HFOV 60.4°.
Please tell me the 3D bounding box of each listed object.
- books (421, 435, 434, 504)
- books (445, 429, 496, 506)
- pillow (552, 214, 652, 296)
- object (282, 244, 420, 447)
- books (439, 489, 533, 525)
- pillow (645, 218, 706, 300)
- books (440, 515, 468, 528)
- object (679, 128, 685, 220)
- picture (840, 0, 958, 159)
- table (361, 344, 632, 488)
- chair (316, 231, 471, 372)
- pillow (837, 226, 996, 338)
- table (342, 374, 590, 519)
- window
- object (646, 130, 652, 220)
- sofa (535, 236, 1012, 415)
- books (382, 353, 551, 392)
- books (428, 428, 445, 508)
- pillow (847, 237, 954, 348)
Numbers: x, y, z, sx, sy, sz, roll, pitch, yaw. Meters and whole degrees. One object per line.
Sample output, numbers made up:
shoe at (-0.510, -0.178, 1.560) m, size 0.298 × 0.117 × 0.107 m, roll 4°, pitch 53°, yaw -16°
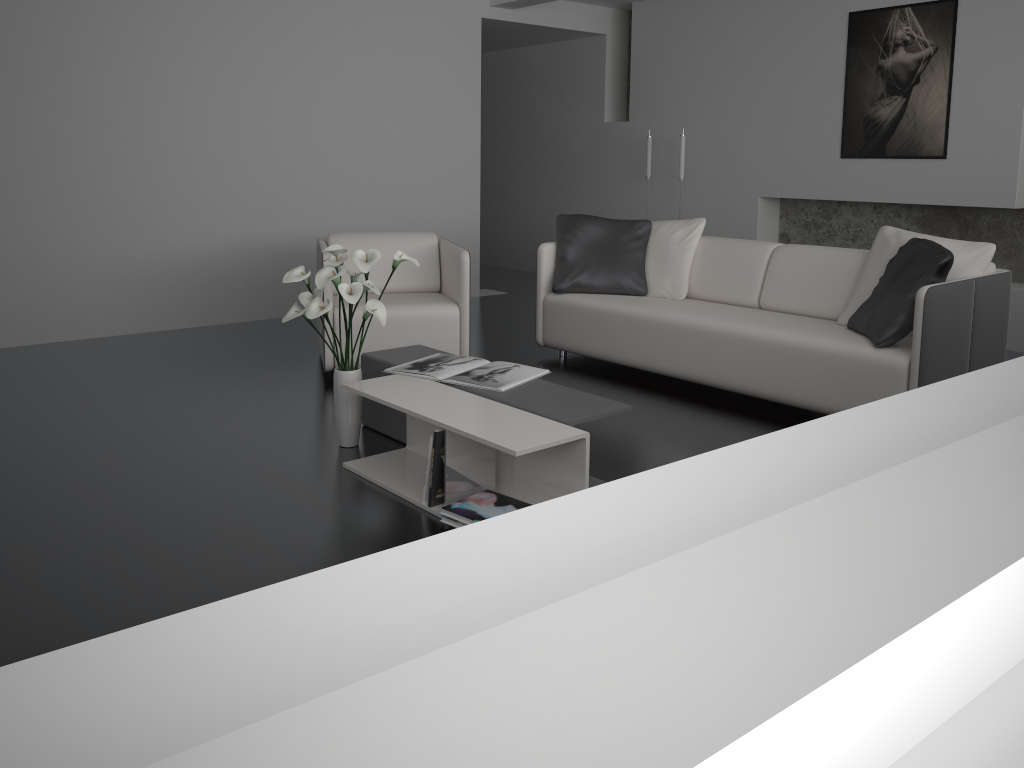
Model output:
books at (-0.190, 0.261, 2.908) m, size 0.229 × 0.234 × 0.070 m, roll -9°, pitch 12°, yaw -40°
books at (-0.135, 0.248, 2.874) m, size 0.207 × 0.279 × 0.007 m, roll -8°, pitch 12°, yaw -41°
pillow at (0.522, -0.747, 5.077) m, size 0.565 × 0.442 × 0.283 m, roll 2°, pitch 10°, yaw 5°
object at (-0.625, -0.121, 3.344) m, size 0.380 × 0.783 × 0.452 m, roll 7°, pitch 11°, yaw 34°
books at (-0.054, 0.398, 2.746) m, size 0.266 × 0.016 × 0.230 m, roll 13°, pitch 19°, yaw 40°
pillow at (0.827, -0.726, 5.136) m, size 0.590 × 0.490 × 0.326 m, roll 10°, pitch 14°, yaw 40°
books at (-0.056, 0.421, 2.724) m, size 0.266 × 0.016 × 0.216 m, roll 13°, pitch 19°, yaw 40°
object at (1.339, -1.332, 7.024) m, size 0.181 × 1.371 × 0.182 m, roll -6°, pitch 10°, yaw -38°
picture at (2.559, -2.007, 5.869) m, size 0.004 × 0.987 × 0.755 m, roll -5°, pitch 12°, yaw -38°
table at (-0.118, 0.125, 3.359) m, size 0.301 × 0.308 × 1.275 m, roll -8°, pitch 16°, yaw -39°
chair at (-0.692, -0.501, 4.939) m, size 0.768 × 0.649 × 0.938 m, roll -2°, pitch 12°, yaw -14°
pillow at (1.824, -0.449, 4.013) m, size 0.300 × 0.498 × 0.596 m, roll -6°, pitch 13°, yaw -34°
table at (-0.194, 0.225, 2.962) m, size 0.301 × 0.308 × 0.981 m, roll -9°, pitch 16°, yaw -40°
window at (1.216, -0.730, 1.183) m, size 8.115 × 1.406 × 0.111 m, roll -11°, pitch 13°, yaw -38°
object at (1.141, -1.438, 7.434) m, size 0.181 × 1.371 × 0.182 m, roll -6°, pitch 10°, yaw -38°
sofa at (1.212, -0.386, 4.566) m, size 0.927 × 0.648 × 2.268 m, roll -10°, pitch 17°, yaw -40°
books at (-0.174, -0.054, 3.404) m, size 0.552 × 0.016 × 0.364 m, roll 9°, pitch 17°, yaw 31°
books at (-0.168, 0.254, 2.885) m, size 0.235 × 0.259 × 0.051 m, roll -9°, pitch 12°, yaw -40°
pillow at (1.681, -0.395, 3.778) m, size 0.333 × 0.428 × 0.563 m, roll 2°, pitch 12°, yaw 7°
